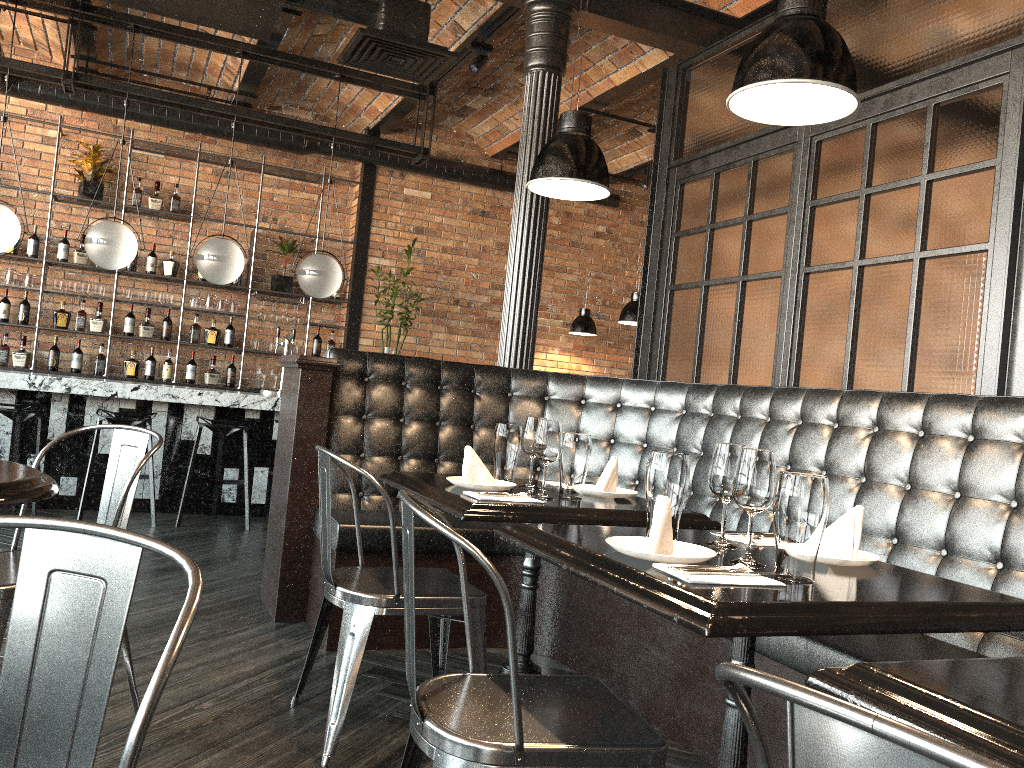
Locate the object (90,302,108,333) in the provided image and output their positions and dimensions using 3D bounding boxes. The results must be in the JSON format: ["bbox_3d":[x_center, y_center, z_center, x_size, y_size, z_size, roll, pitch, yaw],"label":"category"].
[{"bbox_3d":[-3.639,-0.583,7.814,0.123,0.279,0.123,6,-1,-10],"label":"object"}]

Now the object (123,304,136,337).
[{"bbox_3d":[-3.416,-0.569,7.935,0.086,0.298,0.086,5,-1,25],"label":"object"}]

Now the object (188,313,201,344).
[{"bbox_3d":[-2.910,-0.506,8.149,0.083,0.282,0.083,6,-1,-39],"label":"object"}]

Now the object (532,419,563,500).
[{"bbox_3d":[0.108,0.234,2.769,0.092,0.244,0.092,7,-1,-40],"label":"object"}]

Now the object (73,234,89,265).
[{"bbox_3d":[-3.757,-1.169,7.746,0.123,0.279,0.123,6,-1,-35],"label":"object"}]

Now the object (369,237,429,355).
[{"bbox_3d":[-1.085,-0.591,8.340,0.584,1.546,0.673,5,-1,15],"label":"object"}]

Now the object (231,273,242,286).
[{"bbox_3d":[-2.567,-1.051,8.287,0.086,0.297,0.086,5,-1,25],"label":"object"}]

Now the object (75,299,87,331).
[{"bbox_3d":[-3.771,-0.599,7.771,0.083,0.282,0.083,6,-1,-24],"label":"object"}]

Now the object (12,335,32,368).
[{"bbox_3d":[-4.187,-0.276,7.583,0.123,0.279,0.123,6,-1,-10],"label":"object"}]

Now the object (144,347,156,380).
[{"bbox_3d":[-3.265,-0.186,8.018,0.086,0.298,0.086,5,-1,25],"label":"object"}]

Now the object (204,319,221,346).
[{"bbox_3d":[-2.772,-0.473,8.209,0.151,0.248,0.094,6,-1,-15],"label":"object"}]

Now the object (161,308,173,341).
[{"bbox_3d":[-3.131,-0.539,8.055,0.086,0.299,0.086,5,-1,25],"label":"object"}]

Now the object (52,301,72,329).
[{"bbox_3d":[-3.913,-0.596,7.708,0.151,0.248,0.094,6,-1,-35],"label":"object"}]

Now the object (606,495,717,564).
[{"bbox_3d":[0.318,0.300,1.874,0.232,0.139,0.232,6,-1,-39],"label":"object"}]

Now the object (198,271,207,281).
[{"bbox_3d":[-2.839,-1.080,8.171,0.086,0.299,0.086,5,-1,25],"label":"object"}]

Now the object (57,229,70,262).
[{"bbox_3d":[-3.893,-1.194,7.709,0.086,0.298,0.086,5,-1,25],"label":"object"}]

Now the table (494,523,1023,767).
[{"bbox_3d":[0.494,0.763,1.959,0.872,0.758,0.872,6,-1,-24],"label":"table"}]

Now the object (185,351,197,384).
[{"bbox_3d":[-2.943,-0.153,8.152,0.086,0.298,0.086,5,-1,25],"label":"object"}]

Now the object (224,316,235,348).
[{"bbox_3d":[-2.635,-0.484,8.285,0.086,0.298,0.086,5,-1,25],"label":"object"}]

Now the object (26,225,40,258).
[{"bbox_3d":[-4.109,-1.216,7.621,0.086,0.298,0.086,5,-1,25],"label":"object"}]

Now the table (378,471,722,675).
[{"bbox_3d":[0.053,0.736,2.970,0.872,0.758,0.872,6,-1,-24],"label":"table"}]

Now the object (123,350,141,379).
[{"bbox_3d":[-3.402,-0.176,7.942,0.151,0.248,0.094,6,-1,-15],"label":"object"}]

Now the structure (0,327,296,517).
[{"bbox_3d":[-3.074,0.148,6.809,5.346,1.430,1.930,6,-1,-24],"label":"structure"}]

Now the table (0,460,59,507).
[{"bbox_3d":[-1.551,0.559,2.013,0.866,0.758,0.866,5,-1,30],"label":"table"}]

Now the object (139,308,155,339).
[{"bbox_3d":[-3.280,-0.544,7.971,0.123,0.279,0.123,6,-1,-35],"label":"object"}]

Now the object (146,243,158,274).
[{"bbox_3d":[-3.253,-1.125,8.016,0.086,0.298,0.086,5,-1,25],"label":"object"}]

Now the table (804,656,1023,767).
[{"bbox_3d":[0.930,0.791,0.960,0.872,0.758,0.872,6,-1,-24],"label":"table"}]

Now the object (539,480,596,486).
[{"bbox_3d":[0.217,0.368,3.279,0.255,0.019,0.157,6,-1,-28],"label":"object"}]

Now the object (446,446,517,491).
[{"bbox_3d":[-0.096,0.275,2.906,0.232,0.139,0.232,5,-1,25],"label":"object"}]

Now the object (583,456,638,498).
[{"bbox_3d":[0.325,0.320,3.075,0.232,0.139,0.232,5,-1,24],"label":"object"}]

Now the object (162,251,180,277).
[{"bbox_3d":[-3.097,-1.082,8.051,0.151,0.248,0.094,6,-1,5],"label":"object"}]

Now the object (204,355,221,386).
[{"bbox_3d":[-2.771,-0.124,8.205,0.123,0.279,0.123,6,-1,-35],"label":"object"}]

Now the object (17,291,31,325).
[{"bbox_3d":[-4.175,-0.650,7.596,0.086,0.297,0.086,5,-1,25],"label":"object"}]

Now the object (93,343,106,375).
[{"bbox_3d":[-3.638,-0.219,7.839,0.083,0.282,0.083,6,-1,-39],"label":"object"}]

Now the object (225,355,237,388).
[{"bbox_3d":[-2.622,-0.119,8.289,0.086,0.299,0.086,5,-1,25],"label":"object"}]

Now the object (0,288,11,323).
[{"bbox_3d":[-4.324,-0.666,7.561,0.086,0.298,0.086,5,-1,25],"label":"object"}]

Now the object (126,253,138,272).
[{"bbox_3d":[-3.392,-1.141,7.925,0.086,0.299,0.086,5,-1,25],"label":"object"}]

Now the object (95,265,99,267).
[{"bbox_3d":[-3.616,-1.156,7.823,0.083,0.282,0.083,6,-1,-24],"label":"object"}]

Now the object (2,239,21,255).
[{"bbox_3d":[-4.262,-1.208,7.539,0.151,0.248,0.094,6,-1,-20],"label":"object"}]

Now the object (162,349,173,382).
[{"bbox_3d":[-3.127,-0.171,8.063,0.080,0.299,0.080,6,-1,-21],"label":"object"}]

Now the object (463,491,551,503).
[{"bbox_3d":[-0.008,0.335,2.665,0.255,0.019,0.157,6,-1,-23],"label":"object"}]

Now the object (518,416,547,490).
[{"bbox_3d":[0.073,0.235,3.048,0.092,0.244,0.092,6,-1,-7],"label":"object"}]
